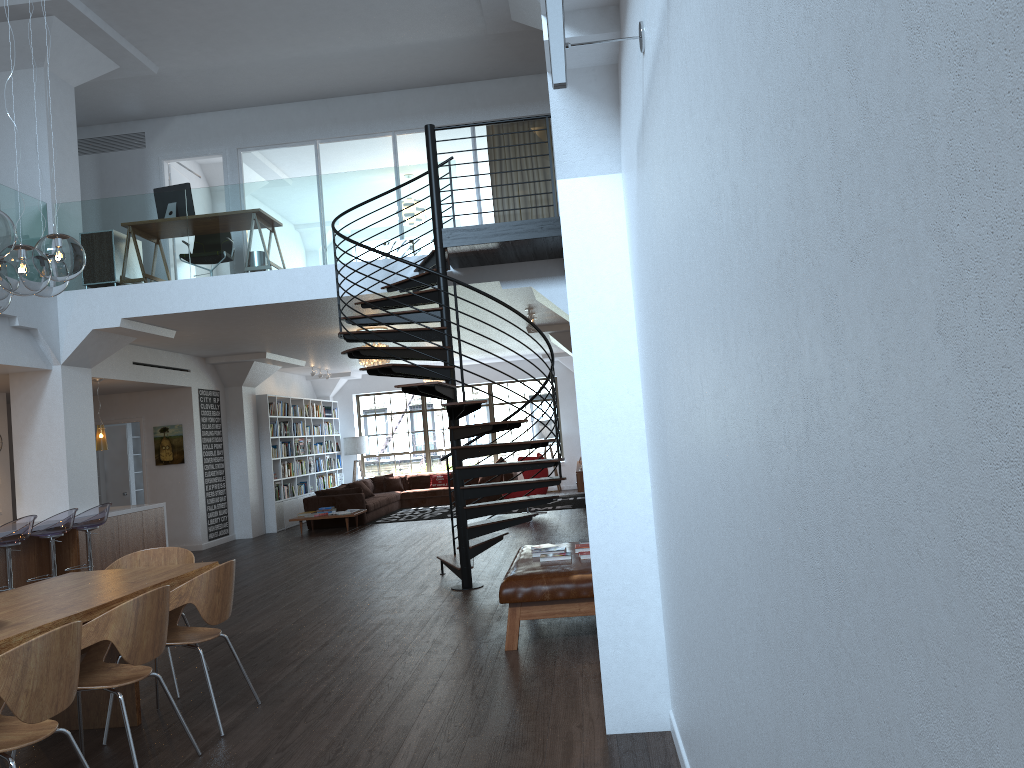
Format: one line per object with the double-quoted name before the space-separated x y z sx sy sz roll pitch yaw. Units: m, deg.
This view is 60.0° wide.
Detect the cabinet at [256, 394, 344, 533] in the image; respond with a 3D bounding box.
"cabinet" -4.235 1.504 17.718 0.461 2.414 4.500 -5 -3 4

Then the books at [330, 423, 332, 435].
"books" -4.043 0.993 19.395 0.183 0.253 0.034 -5 -3 4

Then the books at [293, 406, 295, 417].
"books" -4.248 0.534 17.010 0.146 0.202 0.027 -5 -3 4

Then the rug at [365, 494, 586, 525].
"rug" -0.419 2.335 16.759 4.200 0.007 3.100 -5 -3 6

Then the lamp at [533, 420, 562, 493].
"lamp" 0.809 1.590 19.551 0.545 1.579 0.545 -6 -3 15

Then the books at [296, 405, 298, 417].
"books" -4.245 0.533 17.227 0.158 0.226 0.052 -5 -3 4

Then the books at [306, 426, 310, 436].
"books" -4.149 0.951 17.869 0.139 0.191 0.036 -5 -3 4

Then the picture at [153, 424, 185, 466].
"picture" -5.267 0.938 13.614 0.450 0.600 0.030 -5 -3 4

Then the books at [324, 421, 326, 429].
"books" -4.070 0.954 18.979 0.176 0.290 0.053 -5 -3 4

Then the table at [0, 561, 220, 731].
"table" -2.425 1.424 3.612 1.012 0.750 3.803 -5 -3 4

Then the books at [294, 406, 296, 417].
"books" -4.246 0.538 17.092 0.146 0.202 0.027 -5 -3 4

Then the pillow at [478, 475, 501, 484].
"pillow" -0.474 1.937 18.787 0.542 0.362 0.248 -6 -3 25

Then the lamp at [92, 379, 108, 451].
"lamp" -5.197 0.387 11.180 0.149 0.900 0.149 -2 -4 -41

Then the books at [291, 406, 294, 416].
"books" -4.258 0.534 16.984 0.146 0.202 0.027 -5 -3 4

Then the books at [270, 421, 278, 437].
"books" -4.299 0.808 15.908 0.176 0.290 0.053 -5 -3 4

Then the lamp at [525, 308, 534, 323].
"lamp" 0.229 -0.895 11.744 0.120 0.211 0.111 -4 -3 -22

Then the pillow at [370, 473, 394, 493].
"pillow" -2.736 2.145 19.031 0.580 0.418 0.334 -4 -3 -23

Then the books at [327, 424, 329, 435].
"books" -4.057 0.989 19.176 0.174 0.240 0.045 -5 -3 4

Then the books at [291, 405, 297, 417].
"books" -4.244 0.528 17.178 0.140 0.231 0.042 -5 -3 4

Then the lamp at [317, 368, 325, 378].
"lamp" -3.834 -0.222 17.758 0.120 0.211 0.111 -3 -4 -36

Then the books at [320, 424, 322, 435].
"books" -4.095 0.974 18.708 0.158 0.226 0.052 -5 -3 4

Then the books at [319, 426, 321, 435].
"books" -4.093 0.986 18.618 0.139 0.191 0.036 -5 -3 4

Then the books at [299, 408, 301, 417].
"books" -4.218 0.565 17.408 0.128 0.178 0.022 -5 -3 4

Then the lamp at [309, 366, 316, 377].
"lamp" -3.874 -0.246 17.254 0.111 0.211 0.120 -7 -4 38

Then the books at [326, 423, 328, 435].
"books" -4.058 0.976 19.054 0.183 0.253 0.034 -5 -3 4

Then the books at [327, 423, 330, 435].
"books" -4.043 0.983 19.214 0.183 0.253 0.034 -5 -3 4

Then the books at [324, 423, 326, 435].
"books" -4.067 0.970 18.913 0.160 0.250 0.026 -5 -3 4

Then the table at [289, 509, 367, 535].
"table" -3.074 2.331 14.934 1.100 0.271 0.853 -5 -3 4

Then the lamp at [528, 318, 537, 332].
"lamp" 0.311 -0.847 12.764 0.111 0.211 0.120 -7 -4 38

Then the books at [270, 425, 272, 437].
"books" -4.324 0.835 15.685 0.161 0.218 0.101 -5 -3 4

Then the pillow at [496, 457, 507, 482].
"pillow" -0.263 1.845 18.940 0.651 0.587 0.335 -4 -3 -17

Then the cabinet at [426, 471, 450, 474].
"cabinet" -1.148 2.254 19.844 1.520 0.625 0.350 -5 -3 4

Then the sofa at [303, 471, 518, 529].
"sofa" -1.753 2.153 17.385 3.481 0.664 4.197 -5 -3 4

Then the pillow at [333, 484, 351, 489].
"pillow" -2.991 1.997 15.998 0.269 0.411 0.559 -2 -4 -40

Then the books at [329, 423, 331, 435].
"books" -4.045 0.985 19.297 0.180 0.259 0.060 -5 -3 4

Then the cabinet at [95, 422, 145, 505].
"cabinet" -6.860 1.304 15.209 0.527 2.991 2.630 -5 -3 4

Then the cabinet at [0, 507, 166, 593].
"cabinet" -5.112 1.929 9.300 0.898 0.796 4.493 -5 -3 4

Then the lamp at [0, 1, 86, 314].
"lamp" -2.647 -1.396 4.081 0.849 2.140 1.787 -5 -3 3

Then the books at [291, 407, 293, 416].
"books" -4.254 0.542 16.921 0.128 0.178 0.021 -5 -3 4

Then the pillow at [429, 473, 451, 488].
"pillow" -1.537 2.074 18.984 0.465 0.308 0.220 -5 -3 0

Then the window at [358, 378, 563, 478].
"window" -1.215 1.023 20.454 4.648 1.905 0.114 -5 -3 4

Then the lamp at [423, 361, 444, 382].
"lamp" -1.547 -0.260 17.504 0.442 0.539 0.441 -2 -4 -43

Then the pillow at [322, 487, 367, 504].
"pillow" -2.970 2.023 15.728 0.750 0.364 0.289 -5 -3 3

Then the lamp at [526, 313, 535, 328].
"lamp" 0.271 -0.870 12.260 0.120 0.211 0.111 -3 -4 -36

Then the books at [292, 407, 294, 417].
"books" -4.255 0.537 16.951 0.139 0.191 0.036 -5 -3 4

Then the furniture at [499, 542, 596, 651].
"furniture" 0.442 1.486 6.547 0.907 0.453 1.819 -5 -3 4

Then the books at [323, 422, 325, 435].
"books" -4.087 0.953 18.869 0.198 0.284 0.066 -5 -3 4

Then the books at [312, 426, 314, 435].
"books" -4.128 0.959 18.133 0.127 0.200 0.020 -5 -3 4

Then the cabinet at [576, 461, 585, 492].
"cabinet" 1.501 1.747 17.255 0.459 0.350 4.501 -5 -3 4

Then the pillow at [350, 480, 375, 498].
"pillow" -2.984 2.095 17.427 0.325 0.391 0.625 -6 -3 21

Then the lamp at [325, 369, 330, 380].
"lamp" -3.793 -0.198 18.274 0.120 0.211 0.111 -4 -3 -22

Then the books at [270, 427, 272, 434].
"books" -4.323 0.849 15.606 0.161 0.182 0.170 -5 -3 4

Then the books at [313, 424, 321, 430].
"books" -4.096 0.969 18.659 0.140 0.231 0.042 -5 -3 4

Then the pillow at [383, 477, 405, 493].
"pillow" -2.553 2.141 18.919 0.489 0.337 0.238 -3 -3 -26

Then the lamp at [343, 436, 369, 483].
"lamp" -3.467 1.979 19.974 0.545 1.579 0.545 -5 -3 -7

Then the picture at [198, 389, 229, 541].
"picture" -4.769 1.275 14.212 0.021 2.380 0.800 -5 -3 5

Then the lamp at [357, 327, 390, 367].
"lamp" -1.944 -0.498 12.464 0.442 0.539 0.441 -2 -4 -43

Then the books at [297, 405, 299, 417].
"books" -4.238 0.533 17.275 0.140 0.231 0.042 -5 -3 4
